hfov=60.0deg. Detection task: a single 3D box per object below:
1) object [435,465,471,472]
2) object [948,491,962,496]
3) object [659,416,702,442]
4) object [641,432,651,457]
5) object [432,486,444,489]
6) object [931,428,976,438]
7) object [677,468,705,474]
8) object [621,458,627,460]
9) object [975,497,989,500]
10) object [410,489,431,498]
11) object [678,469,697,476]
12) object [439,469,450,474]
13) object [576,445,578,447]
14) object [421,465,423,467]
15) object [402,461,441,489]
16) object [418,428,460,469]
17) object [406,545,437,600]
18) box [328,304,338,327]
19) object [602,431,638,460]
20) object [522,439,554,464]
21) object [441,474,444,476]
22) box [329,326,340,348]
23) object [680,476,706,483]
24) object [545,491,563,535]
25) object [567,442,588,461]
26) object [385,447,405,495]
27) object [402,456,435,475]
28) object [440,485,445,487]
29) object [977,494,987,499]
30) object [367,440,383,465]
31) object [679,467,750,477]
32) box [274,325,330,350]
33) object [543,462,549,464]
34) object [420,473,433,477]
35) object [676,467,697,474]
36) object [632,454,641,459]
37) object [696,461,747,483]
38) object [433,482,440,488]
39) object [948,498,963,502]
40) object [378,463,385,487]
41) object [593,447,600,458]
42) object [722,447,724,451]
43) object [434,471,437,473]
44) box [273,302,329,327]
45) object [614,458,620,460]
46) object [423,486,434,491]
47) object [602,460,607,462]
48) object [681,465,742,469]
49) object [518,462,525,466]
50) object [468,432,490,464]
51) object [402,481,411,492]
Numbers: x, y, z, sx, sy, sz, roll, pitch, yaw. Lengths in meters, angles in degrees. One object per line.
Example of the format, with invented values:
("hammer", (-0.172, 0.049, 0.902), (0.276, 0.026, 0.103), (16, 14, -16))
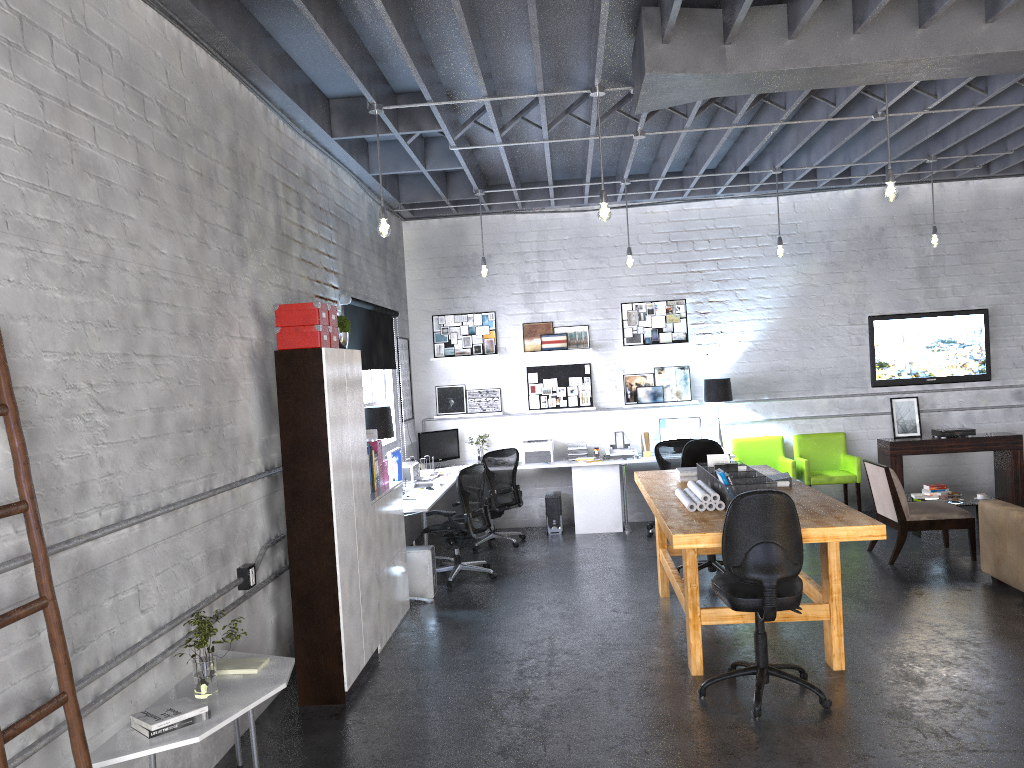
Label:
("object", (-0.632, 0.936, 9.836), (0.421, 0.028, 0.181), (-4, 1, -36))
("object", (4.528, 1.119, 9.087), (0.151, 0.040, 0.151), (-3, 1, 21))
("object", (1.909, 0.584, 10.045), (0.465, 0.417, 0.212), (-3, 2, 9))
("object", (1.521, 0.686, 10.074), (0.087, 0.259, 0.236), (-3, 2, 4))
("object", (-0.707, 0.972, 8.307), (0.119, 0.016, 0.119), (-3, 1, 21))
("object", (4.897, 0.542, 9.840), (0.370, 0.082, 0.266), (-3, 1, 4))
("object", (1.520, 0.658, 6.733), (0.519, 0.047, 0.046), (-3, 1, 4))
("object", (1.238, 0.830, 9.813), (0.017, 0.016, 0.076), (-4, 1, -36))
("object", (4.624, 1.131, 8.732), (0.131, 0.016, 0.131), (-3, 1, 10))
("object", (-0.820, 0.979, 7.932), (0.181, 0.028, 0.422), (-4, 1, -6))
("object", (1.517, 0.659, 6.687), (0.519, 0.047, 0.046), (-3, 1, 4))
("object", (-0.725, 0.936, 9.509), (0.130, 0.049, 0.130), (-3, 1, 21))
("object", (0.745, 0.714, 10.156), (0.011, 0.010, 0.126), (-3, 1, 13))
("object", (-1.013, 0.905, 9.693), (0.155, 0.141, 0.088), (-3, 2, 19))
("object", (-0.945, 0.875, 8.586), (0.485, 0.230, 0.420), (-3, 1, 4))
("object", (-0.838, 0.744, 10.103), (0.147, 0.427, 0.559), (-2, 2, 41))
("object", (-0.887, 1.587, 7.447), (0.478, 0.411, 0.200), (-3, 2, 4))
("box", (-1.202, -0.401, 5.336), (0.268, 0.133, 0.206), (-3, 1, 4))
("object", (1.218, 0.694, 10.100), (0.405, 0.280, 0.399), (-3, 1, 4))
("object", (0.300, 0.770, 10.174), (0.351, 0.235, 0.350), (-3, 1, 4))
("object", (-0.735, 0.958, 9.321), (0.057, 0.013, 0.013), (-4, 1, -4))
("box", (-1.193, -0.270, 5.340), (0.270, 0.131, 0.206), (-3, 1, 4))
("object", (1.515, 0.701, 6.618), (0.519, 0.047, 0.047), (-3, 1, 4))
("object", (0.481, 1.460, 10.072), (0.180, 0.411, 0.475), (-3, 1, 4))
("object", (0.749, 0.771, 10.139), (0.229, 0.181, 0.316), (-3, 1, 4))
("object", (-1.099, 0.801, 7.980), (0.212, 0.417, 0.465), (-3, 1, 4))
("object", (-0.989, 0.877, 9.355), (0.324, 0.208, 0.233), (-3, 1, 4))
("object", (-0.640, 0.963, 8.376), (0.025, 0.021, 0.119), (-3, 1, 31))
("object", (4.624, 1.107, 8.732), (0.080, 0.052, 0.077), (-4, 2, -38))
("object", (-1.119, 0.528, 6.820), (0.214, 0.177, 0.161), (-3, 2, 4))
("object", (1.514, 0.661, 6.631), (0.519, 0.047, 0.046), (-3, 1, 2))
("box", (-1.206, -0.266, 5.132), (0.270, 0.131, 0.206), (-3, 1, 4))
("object", (0.381, 0.880, 9.864), (0.075, 0.016, 0.017), (-3, 2, 29))
("object", (-1.012, 0.954, 9.019), (0.392, 0.064, 0.259), (-3, 1, 4))
("object", (1.526, 0.657, 6.826), (0.519, 0.047, 0.046), (-3, 1, 4))
("object", (1.379, 0.804, 9.817), (0.095, 0.050, 0.095), (-4, 1, -28))
("object", (1.521, 0.659, 6.431), (0.316, 0.156, 0.306), (-3, 1, 4))
("object", (-0.701, 0.948, 8.310), (0.078, 0.049, 0.062), (-4, 1, -26))
("object", (4.378, 1.138, 8.743), (0.137, 0.031, 0.137), (-3, 1, 30))
("object", (-1.108, 0.705, 6.826), (0.214, 0.177, 0.161), (-3, 2, 4))
("object", (0.971, 0.785, 10.168), (0.093, 0.116, 0.067), (-3, 2, 4))
("object", (2.279, 0.735, 9.711), (0.069, 0.083, 0.090), (-3, 1, 3))
("object", (-0.840, 0.959, 9.649), (0.048, 0.012, 0.111), (-4, 1, -16))
("box", (-1.214, -0.395, 5.128), (0.270, 0.131, 0.206), (-3, 1, 4))
("object", (1.167, 0.834, 9.866), (0.011, 0.011, 0.125), (-2, 2, 42))
("object", (-0.777, 0.968, 8.223), (0.114, 0.036, 0.058), (-4, 1, -6))
("object", (1.033, 0.847, 9.807), (0.008, 0.007, 0.141), (-2, 1, 38))
("object", (1.523, 0.658, 6.779), (0.519, 0.047, 0.046), (-3, 1, 4))
("object", (0.079, 0.895, 9.922), (0.103, 0.021, 0.131), (-4, 1, -16))
("object", (-0.373, 0.746, 10.250), (0.297, 0.363, 0.271), (-5, 2, -41))
("object", (-1.006, 0.954, 8.276), (0.082, 0.091, 0.090), (-3, 2, 29))
